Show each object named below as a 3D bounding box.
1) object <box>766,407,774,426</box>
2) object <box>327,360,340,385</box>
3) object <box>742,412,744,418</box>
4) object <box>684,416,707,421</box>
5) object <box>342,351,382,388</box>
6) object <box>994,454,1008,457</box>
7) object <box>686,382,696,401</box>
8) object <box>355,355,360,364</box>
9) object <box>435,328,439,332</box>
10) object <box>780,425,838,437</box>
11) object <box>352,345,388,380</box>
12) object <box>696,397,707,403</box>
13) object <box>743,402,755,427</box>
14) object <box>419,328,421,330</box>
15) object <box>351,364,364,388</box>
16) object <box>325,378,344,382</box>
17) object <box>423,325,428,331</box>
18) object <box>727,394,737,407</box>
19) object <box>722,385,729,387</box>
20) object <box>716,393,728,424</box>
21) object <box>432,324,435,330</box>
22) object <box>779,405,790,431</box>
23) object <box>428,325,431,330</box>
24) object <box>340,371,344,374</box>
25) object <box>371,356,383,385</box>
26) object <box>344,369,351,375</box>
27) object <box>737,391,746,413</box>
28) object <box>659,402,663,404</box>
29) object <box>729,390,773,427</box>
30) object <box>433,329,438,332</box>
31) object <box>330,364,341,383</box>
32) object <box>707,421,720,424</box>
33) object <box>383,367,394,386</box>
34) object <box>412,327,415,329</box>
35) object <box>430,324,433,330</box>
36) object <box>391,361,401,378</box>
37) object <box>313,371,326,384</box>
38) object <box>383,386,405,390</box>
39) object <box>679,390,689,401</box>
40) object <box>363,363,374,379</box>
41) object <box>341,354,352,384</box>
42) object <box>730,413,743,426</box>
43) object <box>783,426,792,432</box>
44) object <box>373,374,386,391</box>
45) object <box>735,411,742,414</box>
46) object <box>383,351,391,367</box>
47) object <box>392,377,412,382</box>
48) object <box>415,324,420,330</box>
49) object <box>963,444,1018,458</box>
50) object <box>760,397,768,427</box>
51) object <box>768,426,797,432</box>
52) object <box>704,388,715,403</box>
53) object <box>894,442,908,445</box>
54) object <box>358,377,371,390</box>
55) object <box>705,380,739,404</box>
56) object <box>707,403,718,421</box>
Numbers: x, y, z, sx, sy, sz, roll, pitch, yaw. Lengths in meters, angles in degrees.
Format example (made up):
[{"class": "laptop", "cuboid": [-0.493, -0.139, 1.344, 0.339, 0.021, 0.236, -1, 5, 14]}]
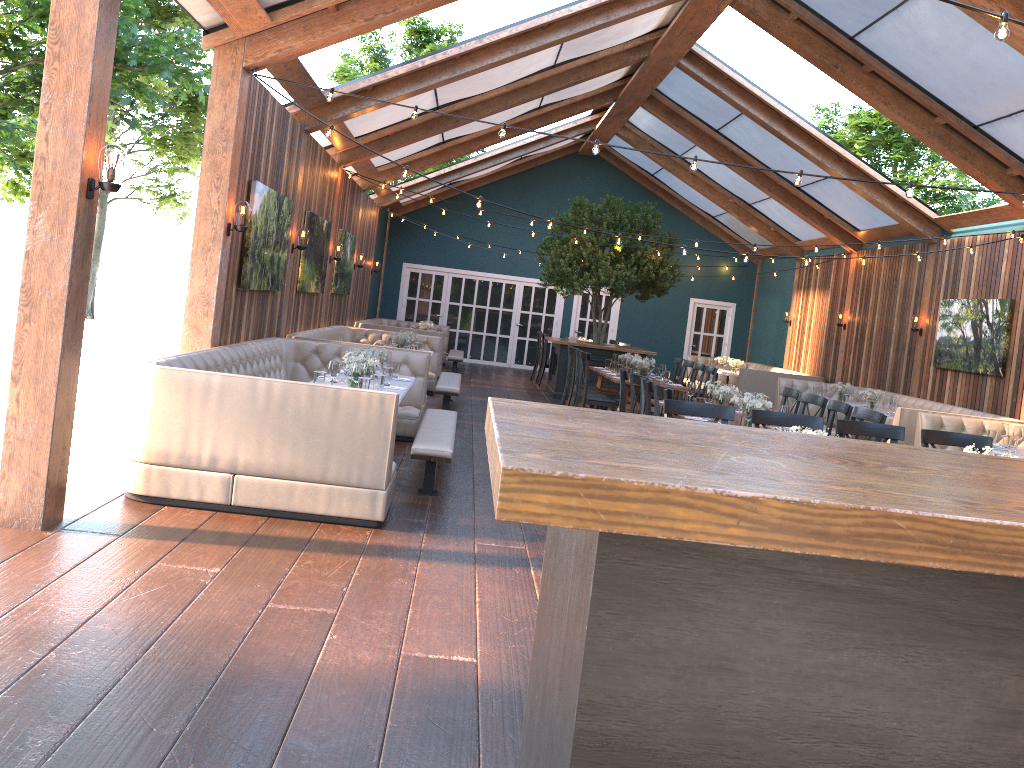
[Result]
[{"class": "object", "cuboid": [2.198, 0.281, 7.613, 0.092, 0.158, 0.091, 8, 2, 23]}, {"class": "object", "cuboid": [-1.355, -0.053, 6.690, 0.093, 0.244, 0.092, 8, 2, 39]}, {"class": "object", "cuboid": [2.158, 0.231, 8.129, 0.092, 0.158, 0.091, 8, 2, 23]}, {"class": "object", "cuboid": [1.586, 0.292, 7.444, 0.255, 0.019, 0.158, 7, 5, -3]}, {"class": "object", "cuboid": [-1.237, -0.109, 7.111, 0.328, 0.309, 0.338, 5, 4, -29]}, {"class": "object", "cuboid": [2.808, 0.533, 5.108, 0.093, 0.244, 0.092, 8, 2, 39]}, {"class": "object", "cuboid": [1.712, 0.102, 8.484, 0.093, 0.244, 0.092, 9, 2, 45]}, {"class": "object", "cuboid": [-1.425, -0.200, 8.257, 0.093, 0.244, 0.092, 9, 2, 45]}, {"class": "object", "cuboid": [-1.636, -1.135, 19.064, 0.091, 0.158, 0.092, 6, 2, -17]}, {"class": "object", "cuboid": [1.614, 0.377, 4.861, 0.337, 0.309, 0.328, 9, 4, 30]}, {"class": "object", "cuboid": [-1.303, -0.200, 8.062, 0.330, 0.309, 0.336, 8, 3, 19]}, {"class": "object", "cuboid": [1.664, 0.201, 7.811, 0.092, 0.158, 0.091, 8, 2, 23]}, {"class": "object", "cuboid": [1.810, 0.265, 6.774, 0.093, 0.244, 0.092, 8, 2, 39]}, {"class": "object", "cuboid": [-1.883, -1.118, 18.043, 0.093, 0.244, 0.092, 9, 2, 45]}, {"class": "object", "cuboid": [-1.164, -0.025, 6.635, 0.093, 0.244, 0.092, 8, 2, 39]}, {"class": "object", "cuboid": [-1.550, -0.041, 7.574, 0.255, 0.019, 0.158, 7, 5, -3]}, {"class": "object", "cuboid": [-1.688, -1.021, 17.214, 0.093, 0.244, 0.092, 9, 2, 45]}, {"class": "object", "cuboid": [2.163, 0.179, 8.720, 0.092, 0.158, 0.091, 8, 3, 33]}, {"class": "object", "cuboid": [2.072, 0.133, 8.630, 0.093, 0.244, 0.092, 9, 2, 45]}, {"class": "object", "cuboid": [1.740, 0.205, 7.355, 0.093, 0.244, 0.092, 8, 2, 39]}, {"class": "object", "cuboid": [-1.705, -1.178, 18.976, 0.093, 0.244, 0.092, 8, 2, 39]}, {"class": "object", "cuboid": [2.125, 0.289, 6.932, 0.093, 0.244, 0.092, 8, 2, 39]}, {"class": "object", "cuboid": [-1.641, -1.037, 17.455, 0.093, 0.244, 0.092, 9, 2, 45]}, {"class": "object", "cuboid": [-1.579, -0.113, 8.347, 0.255, 0.019, 0.158, 7, 5, -3]}, {"class": "object", "cuboid": [-1.161, -0.111, 7.617, 0.093, 0.244, 0.092, 8, 2, 39]}, {"class": "object", "cuboid": [-1.514, -0.161, 8.189, 0.091, 0.158, 0.092, 6, 2, -17]}, {"class": "object", "cuboid": [2.079, 0.186, 8.040, 0.093, 0.244, 0.092, 8, 2, 39]}, {"class": "object", "cuboid": [1.559, 0.190, 8.566, 0.255, 0.019, 0.158, 7, 5, -3]}, {"class": "object", "cuboid": [1.940, 0.215, 7.145, 0.328, 0.309, 0.338, 5, 4, -36]}, {"class": "object", "cuboid": [-1.591, -1.060, 18.280, 0.091, 0.158, 0.092, 6, 2, -17]}, {"class": "object", "cuboid": [-1.485, -0.090, 7.416, 0.091, 0.158, 0.092, 6, 2, -17]}, {"class": "object", "cuboid": [1.128, 0.337, 5.017, 0.093, 0.244, 0.092, 8, 2, 39]}, {"class": "object", "cuboid": [-1.082, -0.065, 7.687, 0.091, 0.158, 0.092, 6, 2, -17]}, {"class": "object", "cuboid": [-1.996, -1.083, 17.979, 0.091, 0.158, 0.092, 6, 2, -17]}, {"class": "object", "cuboid": [-1.683, -1.106, 18.185, 0.093, 0.244, 0.092, 9, 2, 45]}, {"class": "object", "cuboid": [-1.120, -0.140, 8.487, 0.091, 0.158, 0.092, 6, 2, -17]}, {"class": "object", "cuboid": [-1.444, -0.014, 6.621, 0.091, 0.158, 0.092, 6, 2, -17]}, {"class": "object", "cuboid": [-1.034, 0.025, 7.532, 0.255, 0.019, 0.158, 7, 5, -3]}, {"class": "object", "cuboid": [1.624, 0.142, 8.398, 0.092, 0.158, 0.091, 9, 3, 43]}, {"class": "object", "cuboid": [-1.125, -0.041, 6.868, 0.093, 0.244, 0.092, 8, 2, 39]}, {"class": "object", "cuboid": [-1.396, -0.128, 7.485, 0.093, 0.244, 0.092, 8, 2, 39]}, {"class": "object", "cuboid": [1.698, 0.300, 6.708, 0.092, 0.158, 0.091, 8, 2, 23]}, {"class": "object", "cuboid": [2.187, 0.332, 7.018, 0.092, 0.158, 0.091, 8, 2, 23]}, {"class": "object", "cuboid": [-1.046, 0.006, 6.938, 0.091, 0.158, 0.092, 6, 2, -17]}, {"class": "object", "cuboid": [2.211, 0.269, 8.565, 0.255, 0.019, 0.158, 7, 5, -3]}, {"class": "object", "cuboid": [-1.199, -0.186, 8.417, 0.093, 0.244, 0.092, 9, 2, 45]}, {"class": "object", "cuboid": [-1.072, -0.050, 8.332, 0.255, 0.019, 0.158, 7, 5, -3]}, {"class": "object", "cuboid": [-1.854, -1.047, 17.276, 0.093, 0.244, 0.092, 9, 2, 45]}, {"class": "object", "cuboid": [2.658, 0.500, 4.896, 0.335, 0.309, 0.331, 4, 4, -38]}, {"class": "object", "cuboid": [2.121, 0.236, 7.528, 0.093, 0.244, 0.092, 8, 2, 39]}, {"class": "object", "cuboid": [2.262, 0.374, 7.444, 0.255, 0.019, 0.158, 7, 5, -3]}, {"class": "object", "cuboid": [1.753, 0.162, 7.880, 0.093, 0.244, 0.092, 8, 2, 39]}, {"class": "object", "cuboid": [2.221, 0.463, 5.086, 0.093, 0.244, 0.092, 8, 2, 39]}, {"class": "object", "cuboid": [-1.100, 0.033, 6.552, 0.091, 0.158, 0.092, 6, 2, -17]}, {"class": "object", "cuboid": [1.940, 0.122, 8.198, 0.330, 0.309, 0.335, 9, 4, 31]}, {"class": "object", "cuboid": [1.651, 0.244, 7.286, 0.092, 0.158, 0.091, 8, 2, 23]}]
